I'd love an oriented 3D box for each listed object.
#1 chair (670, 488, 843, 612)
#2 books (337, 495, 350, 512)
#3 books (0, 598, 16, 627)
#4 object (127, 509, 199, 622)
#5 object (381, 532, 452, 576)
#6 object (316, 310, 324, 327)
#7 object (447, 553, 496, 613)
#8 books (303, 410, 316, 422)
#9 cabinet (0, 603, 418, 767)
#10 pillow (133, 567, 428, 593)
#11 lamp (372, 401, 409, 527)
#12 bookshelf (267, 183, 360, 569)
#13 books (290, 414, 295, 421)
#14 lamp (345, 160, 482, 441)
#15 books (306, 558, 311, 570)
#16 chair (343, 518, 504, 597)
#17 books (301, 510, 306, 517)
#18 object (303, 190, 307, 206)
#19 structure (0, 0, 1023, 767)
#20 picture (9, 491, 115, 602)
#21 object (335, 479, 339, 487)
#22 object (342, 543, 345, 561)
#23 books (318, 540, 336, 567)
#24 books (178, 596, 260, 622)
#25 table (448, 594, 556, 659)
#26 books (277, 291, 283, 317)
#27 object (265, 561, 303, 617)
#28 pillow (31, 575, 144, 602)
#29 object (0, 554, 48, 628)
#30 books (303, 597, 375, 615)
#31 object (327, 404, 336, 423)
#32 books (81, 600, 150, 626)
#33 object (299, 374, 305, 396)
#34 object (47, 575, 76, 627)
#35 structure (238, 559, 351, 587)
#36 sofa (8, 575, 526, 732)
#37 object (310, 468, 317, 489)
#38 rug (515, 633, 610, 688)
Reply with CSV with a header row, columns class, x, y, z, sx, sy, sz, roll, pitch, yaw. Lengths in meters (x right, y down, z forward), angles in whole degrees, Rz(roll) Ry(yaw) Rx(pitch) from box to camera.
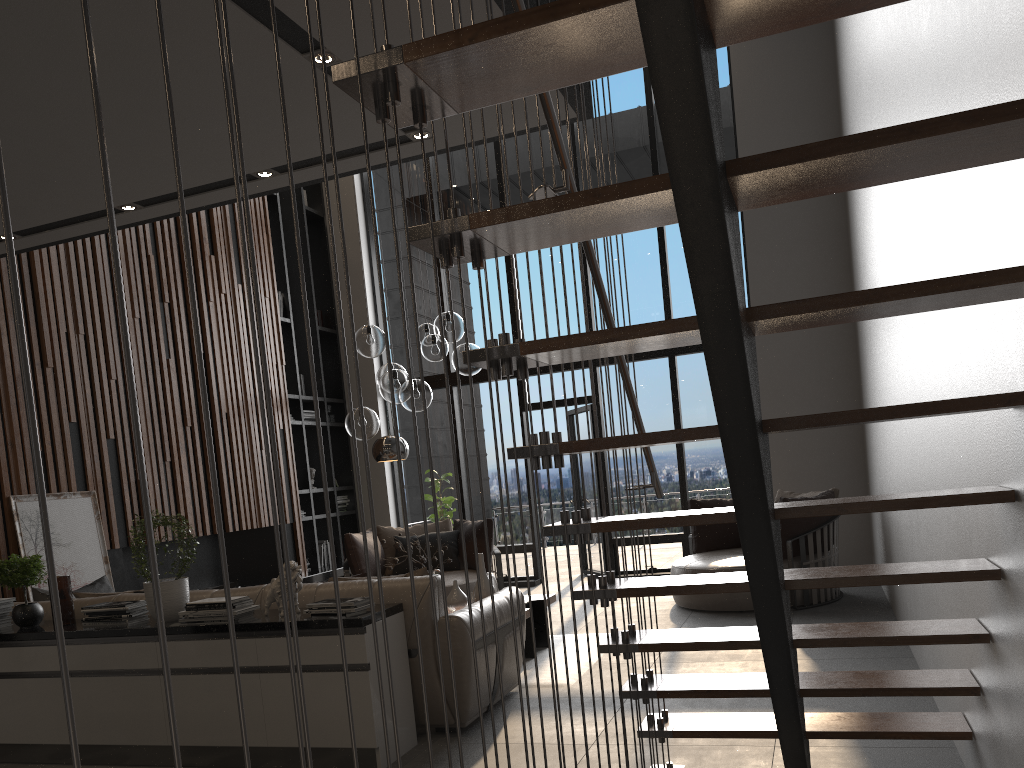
class,x,y,z,sx,sy,sz,roll,pitch,yaw
chair,2.094,1.400,7.531,1.455,0.902,1.472,-8,-4,36
books,-2.095,1.415,10.297,0.219,0.191,0.372,-6,-4,19
books,-2.987,1.300,4.931,0.334,0.151,0.199,-7,-3,20
object,-1.764,0.917,4.439,0.385,0.579,0.214,-6,2,0
object,-0.712,1.352,6.378,0.541,0.606,0.317,-5,1,-10
object,-2.270,-0.740,10.257,0.102,0.231,0.101,-5,2,4
object,-0.277,1.377,6.075,0.318,0.400,0.317,-6,0,38
books,-2.337,0.375,9.804,0.220,0.128,0.321,-7,-5,18
cabinet,-3.338,0.158,1.876,3.638,3.251,6.182,-6,-4,19
pillow,-1.254,1.319,4.987,1.950,0.502,0.540,-7,-2,19
lamp,-1.075,1.093,8.465,0.320,2.342,2.034,-6,-1,-5
bookshelf,-2.448,-0.593,9.734,0.339,5.342,1.442,-4,3,19
books,-2.503,0.372,9.351,0.329,0.072,0.174,-8,-5,19
lamp,-0.900,-2.118,6.134,1.236,5.023,1.217,-5,3,16
books,-2.353,1.964,9.426,0.220,0.127,0.337,-7,-5,18
chair,-0.844,1.770,8.286,1.433,0.902,1.494,-2,-5,-44
books,-2.384,1.403,9.387,0.220,0.078,0.322,-7,-6,18
object,-2.444,-2.111,10.121,0.084,0.262,0.133,-4,2,29
structure,0.261,-1.559,1.603,1.184,6.078,3.568,-5,1,19
picture,-3.116,1.257,6.136,0.102,1.003,0.724,-5,0,19
object,-2.157,1.085,10.299,0.131,0.282,0.251,-5,-1,11
object,-2.011,1.954,10.292,0.082,0.267,0.081,-4,3,41
books,-2.168,1.924,9.947,0.175,0.288,0.331,-5,-2,19
books,-1.451,1.116,4.333,0.350,0.100,0.193,-7,-4,19
table,-0.486,1.803,6.345,1.460,0.356,0.894,-8,-5,19
books,-2.595,-0.839,9.294,0.186,0.300,0.365,-5,-2,19
object,-1.109,0.975,4.227,0.208,0.291,0.134,-6,1,38
pillow,-2.523,1.510,5.549,0.755,0.549,1.397,-3,-5,-41
object,-2.662,1.120,4.758,0.270,0.410,0.311,-6,0,-21
books,-0.809,1.047,4.125,0.295,0.054,0.183,-8,-6,23
object,-2.144,0.351,10.245,0.059,0.234,0.187,-5,0,22
books,-2.065,1.195,4.554,0.327,0.099,0.204,-7,-5,19
object,-2.378,0.032,9.780,0.104,0.261,0.103,-6,2,-1
object,-2.407,1.158,4.680,0.109,0.269,0.108,-5,2,25
structure,-2.848,2.102,7.463,0.670,0.458,6.513,-7,-6,19
sofa,-1.433,1.581,5.576,3.261,0.821,1.870,-8,-5,19
object,-2.276,1.066,9.833,0.137,0.246,0.137,-6,1,-30
rug,-0.481,1.963,6.225,2.310,0.020,1.603,-8,-6,19
